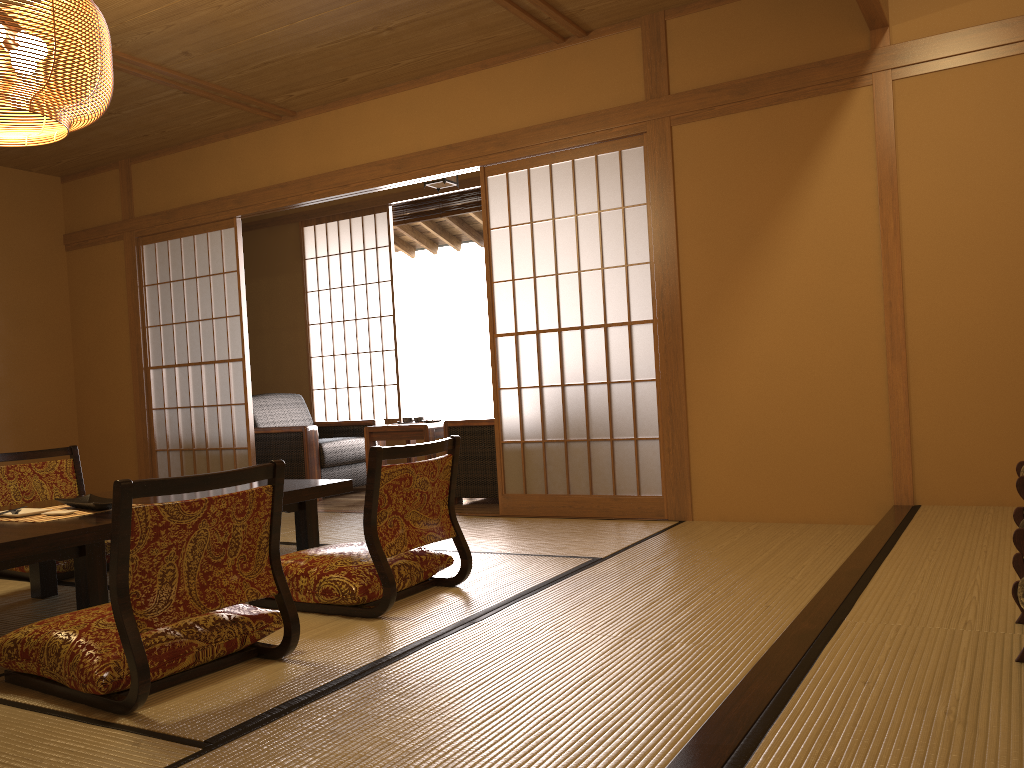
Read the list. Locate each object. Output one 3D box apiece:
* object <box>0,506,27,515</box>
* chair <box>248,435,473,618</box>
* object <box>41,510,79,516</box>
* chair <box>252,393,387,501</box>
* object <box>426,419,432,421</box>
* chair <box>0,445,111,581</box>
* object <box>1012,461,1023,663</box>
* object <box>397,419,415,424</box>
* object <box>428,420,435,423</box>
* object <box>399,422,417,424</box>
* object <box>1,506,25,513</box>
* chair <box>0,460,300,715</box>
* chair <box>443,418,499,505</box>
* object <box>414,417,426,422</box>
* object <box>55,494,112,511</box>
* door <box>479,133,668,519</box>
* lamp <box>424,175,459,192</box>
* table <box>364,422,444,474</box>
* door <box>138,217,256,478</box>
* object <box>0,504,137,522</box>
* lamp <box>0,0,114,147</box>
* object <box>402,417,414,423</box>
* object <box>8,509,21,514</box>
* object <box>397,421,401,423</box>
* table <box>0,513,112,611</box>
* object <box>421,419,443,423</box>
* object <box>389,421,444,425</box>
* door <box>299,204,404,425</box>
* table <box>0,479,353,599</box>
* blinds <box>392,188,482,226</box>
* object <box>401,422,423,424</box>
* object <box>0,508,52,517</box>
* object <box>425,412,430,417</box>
[{"bbox_3d":[-1.757,0.448,3.028,0.006,0.030,0.229,-3,0,22],"label":"object"},{"bbox_3d":[-0.568,0.478,3.136,0.699,0.546,0.582,-3,0,29],"label":"chair"},{"bbox_3d":[-1.555,0.446,3.050,0.099,0.013,0.067,-3,0,13],"label":"object"},{"bbox_3d":[-1.561,0.442,6.665,0.944,0.779,0.872,-3,0,30],"label":"chair"},{"bbox_3d":[-0.573,0.248,6.140,0.006,0.007,0.230,-3,0,4],"label":"object"},{"bbox_3d":[-2.059,0.570,4.062,0.687,0.546,0.582,-3,0,34],"label":"chair"},{"bbox_3d":[1.140,0.354,1.921,0.104,0.398,1.020,-3,0,30],"label":"object"},{"bbox_3d":[-0.738,0.263,6.194,0.130,0.026,0.038,-3,0,14],"label":"object"},{"bbox_3d":[-0.547,0.255,6.027,0.050,0.018,0.015,-3,0,17],"label":"object"},{"bbox_3d":[-0.733,0.272,6.146,0.230,0.007,0.006,-3,0,19],"label":"object"},{"bbox_3d":[-1.773,0.450,3.033,0.006,0.030,0.229,-3,0,27],"label":"object"},{"bbox_3d":[-0.988,0.499,2.394,0.687,0.546,0.582,-3,0,34],"label":"chair"},{"bbox_3d":[0.167,0.337,5.671,0.944,0.779,0.872,-3,0,30],"label":"chair"},{"bbox_3d":[-0.651,0.252,6.274,0.084,0.037,0.084,-3,0,22],"label":"object"},{"bbox_3d":[-1.509,0.428,3.186,0.349,0.039,0.129,-4,0,43],"label":"object"},{"bbox_3d":[0.315,-0.262,4.694,0.992,1.934,0.040,-3,1,30],"label":"door"},{"bbox_3d":[-0.493,-1.652,5.943,0.330,0.682,0.330,-3,1,30],"label":"lamp"},{"bbox_3d":[-0.635,0.522,6.183,0.540,0.500,0.540,-3,0,30],"label":"table"},{"bbox_3d":[-2.184,-0.109,6.133,0.992,1.934,0.040,-3,1,30],"label":"door"},{"bbox_3d":[-1.606,0.454,3.147,0.401,0.003,0.398,-3,0,30],"label":"object"},{"bbox_3d":[-1.784,-1.275,2.968,0.798,0.826,0.799,-4,0,-36],"label":"lamp"},{"bbox_3d":[-0.739,0.258,6.322,0.084,0.037,0.084,-3,0,-32],"label":"object"},{"bbox_3d":[-1.735,0.447,3.096,0.050,0.018,0.015,-3,0,27],"label":"object"},{"bbox_3d":[-0.797,0.270,6.247,0.015,0.018,0.050,-3,0,-18],"label":"object"},{"bbox_3d":[-1.835,0.645,2.713,0.995,0.357,0.994,-3,0,30],"label":"table"},{"bbox_3d":[-0.555,0.257,6.145,0.131,0.015,0.181,-3,0,-15],"label":"object"},{"bbox_3d":[-0.649,0.271,6.178,0.401,0.003,0.300,-3,0,30],"label":"object"},{"bbox_3d":[-1.380,-0.520,7.571,0.992,1.874,0.040,-3,1,30],"label":"door"},{"bbox_3d":[-1.342,0.621,3.576,0.995,0.357,0.994,-3,0,30],"label":"table"},{"bbox_3d":[-0.151,-1.468,6.890,1.933,0.595,0.048,-3,1,30],"label":"blinds"},{"bbox_3d":[-0.714,0.271,6.116,0.230,0.007,0.006,-3,0,25],"label":"object"},{"bbox_3d":[-1.722,0.452,3.105,0.180,0.014,0.130,-4,0,32],"label":"object"},{"bbox_3d":[-0.627,0.228,6.277,0.117,0.068,0.038,-3,1,-5],"label":"object"}]
